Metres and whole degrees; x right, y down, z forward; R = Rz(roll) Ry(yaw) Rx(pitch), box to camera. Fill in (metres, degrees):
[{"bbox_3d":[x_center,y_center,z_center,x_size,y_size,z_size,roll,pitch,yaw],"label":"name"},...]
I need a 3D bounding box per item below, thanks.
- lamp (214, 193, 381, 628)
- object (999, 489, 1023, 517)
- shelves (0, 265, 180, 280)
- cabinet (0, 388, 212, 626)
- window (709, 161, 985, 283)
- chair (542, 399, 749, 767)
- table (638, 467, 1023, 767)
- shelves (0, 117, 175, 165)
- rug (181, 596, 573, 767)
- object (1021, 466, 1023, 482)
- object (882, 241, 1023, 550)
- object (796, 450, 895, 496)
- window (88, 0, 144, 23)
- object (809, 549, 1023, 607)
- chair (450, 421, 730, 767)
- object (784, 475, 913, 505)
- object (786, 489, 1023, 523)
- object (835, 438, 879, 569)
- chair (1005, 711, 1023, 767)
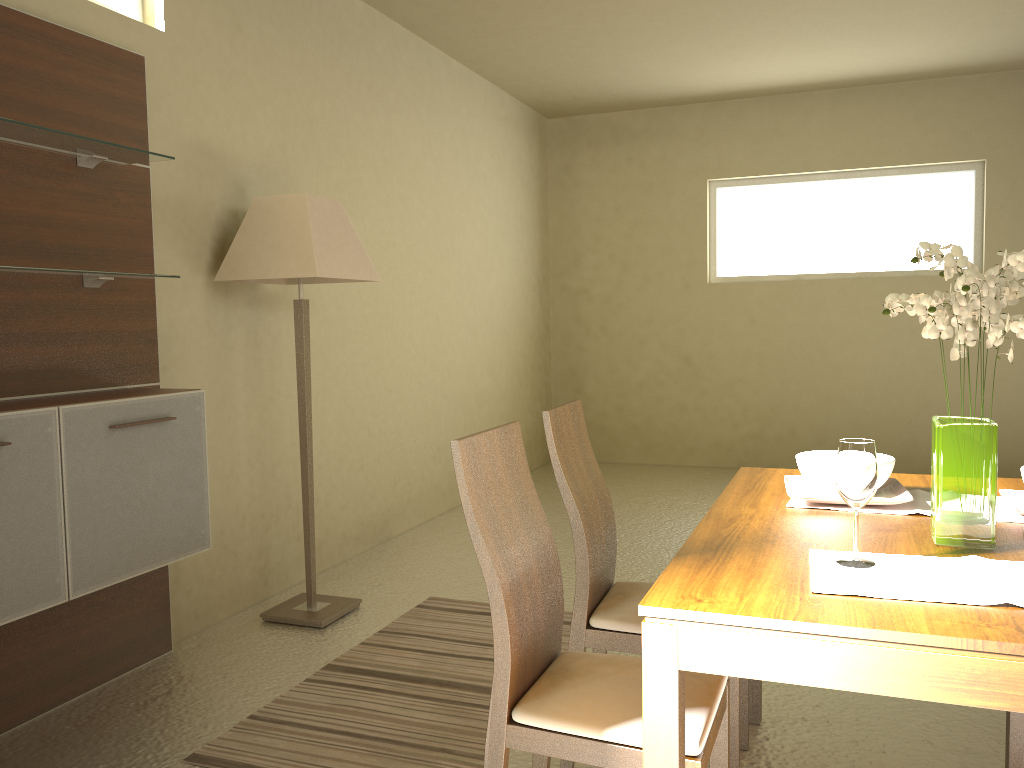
[{"bbox_3d":[-0.885,0.109,3.793,0.499,1.782,0.499,1,4,21],"label":"lamp"},{"bbox_3d":[1.255,0.285,1.964,0.283,0.041,0.283,1,4,21],"label":"object"},{"bbox_3d":[-1.722,-0.286,2.005,0.255,0.008,2.463,1,4,21],"label":"shelves"},{"bbox_3d":[-1.655,0.390,2.033,0.372,0.570,2.463,1,4,21],"label":"cabinet"},{"bbox_3d":[2.601,-1.250,7.047,2.025,0.848,0.100,1,4,21],"label":"window"},{"bbox_3d":[0.384,0.567,2.462,0.507,1.017,0.404,0,4,19],"label":"chair"},{"bbox_3d":[0.933,0.708,1.951,1.000,0.790,1.411,1,4,21],"label":"table"},{"bbox_3d":[-1.729,-0.693,1.976,0.255,0.008,2.463,1,4,21],"label":"shelves"},{"bbox_3d":[-0.274,1.037,3.158,0.843,0.010,1.613,1,4,21],"label":"rug"},{"bbox_3d":[1.257,0.245,1.960,0.232,0.107,0.233,2,5,32],"label":"object"},{"bbox_3d":[0.905,0.020,1.786,0.304,0.608,0.302,1,4,24],"label":"object"},{"bbox_3d":[0.833,0.232,2.221,0.233,0.101,0.233,0,4,10],"label":"object"},{"bbox_3d":[0.670,-0.302,0.705,6.429,3.000,4.466,0,4,19],"label":"window"},{"bbox_3d":[0.827,0.338,1.536,0.589,0.010,0.287,0,4,18],"label":"object"},{"bbox_3d":[0.184,0.610,1.907,0.507,1.017,0.404,1,4,21],"label":"chair"},{"bbox_3d":[0.833,0.272,2.224,0.283,0.033,0.283,0,4,15],"label":"object"},{"bbox_3d":[0.996,0.289,2.175,0.589,0.010,0.287,1,4,24],"label":"object"},{"bbox_3d":[0.640,0.220,1.647,0.075,0.232,0.075,-3,4,-20],"label":"object"},{"bbox_3d":[1.461,0.579,2.021,0.507,1.017,0.404,0,4,18],"label":"chair"}]
